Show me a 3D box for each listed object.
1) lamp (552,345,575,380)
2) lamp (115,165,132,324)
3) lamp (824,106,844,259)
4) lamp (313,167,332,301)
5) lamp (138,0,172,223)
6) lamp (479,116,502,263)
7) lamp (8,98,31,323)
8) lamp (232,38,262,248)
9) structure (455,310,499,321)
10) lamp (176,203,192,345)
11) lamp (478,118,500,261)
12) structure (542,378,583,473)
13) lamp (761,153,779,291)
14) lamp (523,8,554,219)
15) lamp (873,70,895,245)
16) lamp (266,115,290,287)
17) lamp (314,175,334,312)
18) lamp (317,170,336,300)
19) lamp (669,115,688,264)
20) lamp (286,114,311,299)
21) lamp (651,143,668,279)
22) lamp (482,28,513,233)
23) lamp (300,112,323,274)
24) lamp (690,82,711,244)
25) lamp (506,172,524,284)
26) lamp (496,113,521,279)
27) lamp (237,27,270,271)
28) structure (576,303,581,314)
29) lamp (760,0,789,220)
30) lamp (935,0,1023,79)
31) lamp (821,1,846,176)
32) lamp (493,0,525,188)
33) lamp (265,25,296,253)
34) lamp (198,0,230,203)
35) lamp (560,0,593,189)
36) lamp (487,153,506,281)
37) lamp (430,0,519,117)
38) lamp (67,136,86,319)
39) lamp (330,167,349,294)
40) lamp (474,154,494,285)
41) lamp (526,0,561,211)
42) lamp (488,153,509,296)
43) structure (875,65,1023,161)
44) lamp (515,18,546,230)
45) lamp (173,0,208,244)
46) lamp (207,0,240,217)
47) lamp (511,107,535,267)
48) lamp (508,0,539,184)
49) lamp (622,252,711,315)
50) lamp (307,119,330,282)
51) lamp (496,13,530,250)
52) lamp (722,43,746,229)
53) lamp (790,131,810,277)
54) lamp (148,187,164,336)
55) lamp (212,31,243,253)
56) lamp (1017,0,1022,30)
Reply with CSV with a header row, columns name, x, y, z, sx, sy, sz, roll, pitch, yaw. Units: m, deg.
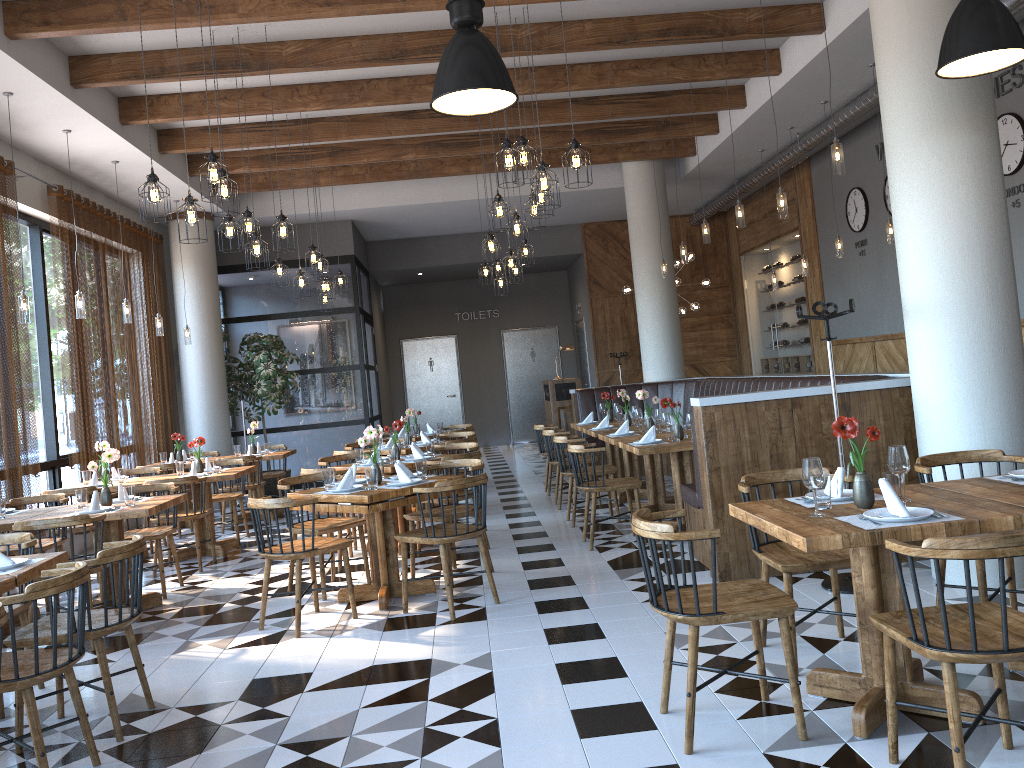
name,x,y,z,sx,sy,sz,roll,pitch,yaw
lamp,0.728,-0.175,12.596,0.446,0.758,0.169,-5,-2,-28
lamp,-4.151,-1.621,9.394,0.078,1.967,0.078,-5,-2,-14
lamp,3.494,-2.355,9.708,0.078,1.967,0.078,-7,-2,31
lamp,-2.457,-2.095,11.218,0.175,2.074,0.174,-5,-2,-24
lamp,-2.344,-2.064,5.632,0.174,2.074,0.175,-7,-3,39
lamp,-0.297,-2.332,9.503,0.175,2.074,0.174,-4,-2,-31
lamp,-4.008,-1.470,7.165,0.078,1.967,0.078,-7,-2,37
lamp,-2.284,-2.184,7.439,0.175,2.074,0.175,-6,-2,16
structure,-0.729,-1.435,18.523,0.916,0.166,0.035,-5,-2,-4
lamp,-4.255,-1.483,11.424,0.078,1.967,0.078,-7,-2,29
lamp,-0.321,-2.389,9.713,0.175,2.074,0.174,-5,-2,-20
structure,0.843,0.569,12.846,0.645,1.302,1.044,-5,-1,-3
lamp,3.390,-2.216,11.738,0.078,1.967,0.078,-7,-2,29
lamp,0.163,-2.417,7.391,0.175,2.074,0.174,-4,-2,-33
lamp,3.564,-2.318,8.553,0.078,1.967,0.078,-6,-2,4
lamp,-2.559,-2.072,9.475,0.175,2.074,0.174,-4,-3,-42
lamp,-2.486,-1.963,11.431,0.175,2.074,0.175,-6,-2,9
lamp,-2.500,-2.138,11.652,0.175,2.074,0.175,-5,-2,-2
lamp,1.961,-2.411,10.565,0.078,1.967,0.078,-5,-2,-17
lamp,-2.353,-1.961,9.578,0.175,2.074,0.174,-5,-2,-9
lamp,1.906,-2.355,11.612,0.078,1.967,0.078,-7,-2,29
lamp,-0.185,-2.283,7.267,0.175,2.074,0.175,-6,-2,24
lamp,-2.194,-2.207,9.444,0.175,2.074,0.174,-5,-2,-9
lamp,2.010,-2.494,9.582,0.078,1.967,0.078,-7,-2,31
lamp,-0.035,-2.329,11.461,0.175,2.074,0.175,-6,-2,7
lamp,-0.093,-2.178,9.601,0.175,2.074,0.174,-5,-2,-20
lamp,-2.156,-1.962,7.226,0.175,2.074,0.175,-6,-2,16
structure,1.313,-1.473,17.404,0.025,0.197,0.565,-5,0,-3
lamp,2.152,-2.342,7.353,0.078,1.967,0.078,-7,-2,37
lamp,2.042,-2.374,4.042,0.391,1.867,0.389,-5,-2,-26
lamp,2.206,-2.445,6.250,0.078,1.967,0.078,-4,-2,-28
lamp,-0.102,-2.323,5.797,0.175,2.074,0.175,-6,-2,3
lamp,-1.949,-2.114,7.248,0.175,2.074,0.174,-5,-2,-18
lamp,-1.978,-2.200,5.658,0.175,2.074,0.174,-5,-2,-17
lamp,0.335,-2.321,5.796,0.175,2.074,0.174,-5,-2,-19
lamp,-0.263,-2.410,11.771,0.174,2.074,0.175,-7,-3,40
lamp,-0.253,-2.154,3.902,0.391,1.867,0.389,-5,-2,-16
lamp,-4.081,-1.585,8.239,0.078,1.967,0.078,-6,-2,4
lamp,-2.317,-2.212,11.569,0.175,2.074,0.175,-6,-2,9
lamp,-0.429,-2.336,11.651,0.174,2.074,0.175,-7,-2,29
lamp,0.127,-2.170,5.769,0.175,2.074,0.175,-6,-2,15
lamp,-0.230,-2.179,11.532,0.174,2.074,0.175,-7,-3,40
structure,4.401,-2.725,9.131,0.033,0.199,2.726,-5,0,-3
lamp,0.105,-2.356,7.588,0.175,2.074,0.174,-4,-3,-44
lamp,-2.157,-1.951,5.763,0.175,2.074,0.174,-5,-2,-17
lamp,-1.981,-2.144,5.864,0.175,2.074,0.174,-4,-2,-29
lamp,0.063,-2.325,9.749,0.174,2.074,0.175,-7,-2,37
lamp,-0.005,-2.391,5.981,0.175,2.074,0.175,-6,-2,15
lamp,2.447,-1.937,14.255,1.163,2.195,1.183,-4,-2,-42
lamp,-2.165,-2.155,9.649,0.175,2.074,0.174,-5,-2,-20
lamp,-0.039,-2.166,7.439,0.175,2.074,0.174,-4,-2,-33
lamp,2.080,-2.457,8.427,0.078,1.967,0.078,-6,-2,15
lamp,3.445,-2.272,10.691,0.078,1.967,0.078,-5,-2,-17
lamp,-4.200,-1.539,10.377,0.078,1.967,0.078,-5,-2,-17
lamp,-2.385,-2.116,7.258,0.175,2.074,0.175,-6,-2,5
lamp,3.690,-2.306,6.376,0.078,1.967,0.078,-4,-2,-28
